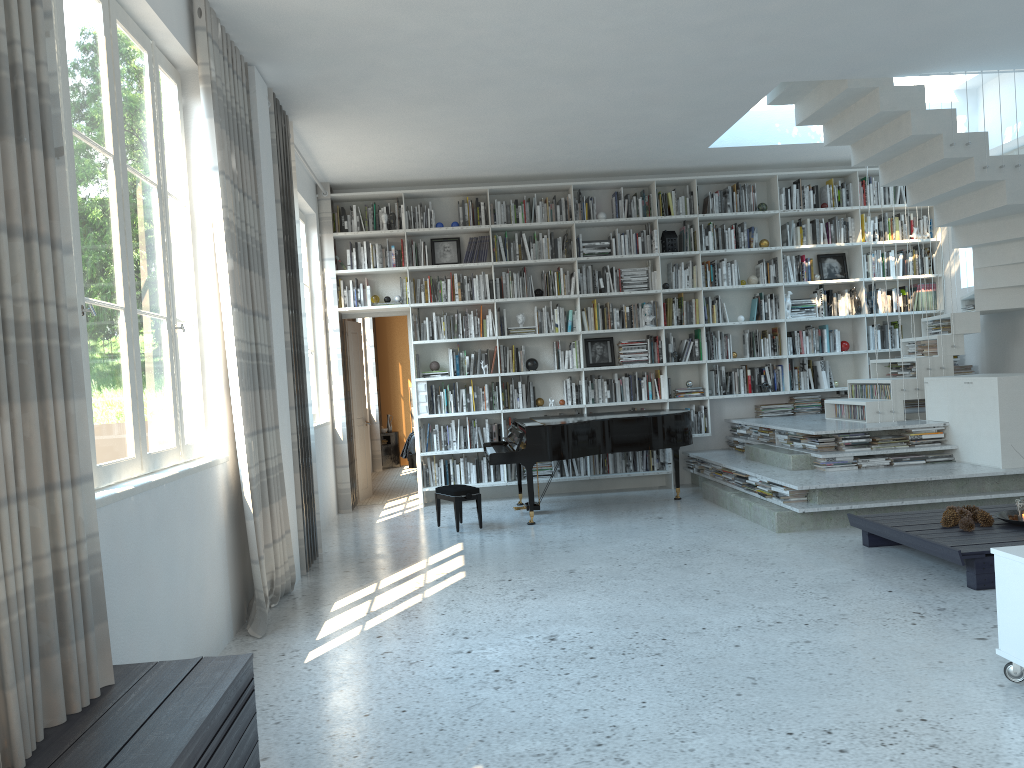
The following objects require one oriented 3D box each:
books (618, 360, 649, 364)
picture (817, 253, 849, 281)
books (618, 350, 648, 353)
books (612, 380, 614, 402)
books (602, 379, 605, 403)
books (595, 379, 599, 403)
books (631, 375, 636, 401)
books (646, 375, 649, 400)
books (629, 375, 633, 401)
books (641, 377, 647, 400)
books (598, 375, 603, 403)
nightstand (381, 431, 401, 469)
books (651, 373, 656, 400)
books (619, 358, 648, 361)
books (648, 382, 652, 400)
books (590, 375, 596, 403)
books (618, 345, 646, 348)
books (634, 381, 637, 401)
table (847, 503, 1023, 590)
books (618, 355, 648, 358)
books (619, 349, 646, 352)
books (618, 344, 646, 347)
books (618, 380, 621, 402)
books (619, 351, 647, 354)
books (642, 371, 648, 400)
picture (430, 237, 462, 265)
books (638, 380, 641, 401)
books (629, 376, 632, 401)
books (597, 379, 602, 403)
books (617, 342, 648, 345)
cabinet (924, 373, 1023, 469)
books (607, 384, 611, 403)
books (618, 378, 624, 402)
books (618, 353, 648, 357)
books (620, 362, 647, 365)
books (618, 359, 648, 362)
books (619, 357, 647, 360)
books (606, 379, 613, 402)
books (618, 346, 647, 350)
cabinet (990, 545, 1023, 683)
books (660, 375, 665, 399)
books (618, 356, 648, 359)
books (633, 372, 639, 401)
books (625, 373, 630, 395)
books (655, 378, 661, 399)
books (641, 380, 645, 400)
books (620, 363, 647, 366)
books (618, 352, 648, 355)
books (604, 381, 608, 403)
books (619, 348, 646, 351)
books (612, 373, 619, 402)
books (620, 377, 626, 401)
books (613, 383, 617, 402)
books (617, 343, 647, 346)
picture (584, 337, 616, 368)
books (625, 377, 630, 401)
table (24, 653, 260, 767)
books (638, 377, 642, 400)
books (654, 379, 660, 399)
[{"bbox_3d":[1.244,-0.225,9.102,0.285,0.012,0.159,-4,0,-9],"label":"books"},{"bbox_3d":[3.364,-1.218,9.294,0.300,0.300,0.077,-4,1,-4],"label":"picture"},{"bbox_3d":[1.238,-0.332,9.100,0.285,0.012,0.159,-4,0,1],"label":"books"},{"bbox_3d":[1.021,0.071,9.094,0.013,0.230,0.139,-4,1,-4],"label":"books"},{"bbox_3d":[0.923,0.070,9.097,0.021,0.244,0.141,-4,1,-4],"label":"books"},{"bbox_3d":[0.860,0.072,9.095,0.024,0.247,0.132,-4,1,-4],"label":"books"},{"bbox_3d":[1.231,0.041,9.099,0.028,0.264,0.161,-4,1,-4],"label":"books"},{"bbox_3d":[1.382,0.035,9.130,0.014,0.256,0.145,-4,1,-4],"label":"books"},{"bbox_3d":[1.212,0.043,9.104,0.010,0.261,0.181,-4,1,-4],"label":"books"},{"bbox_3d":[1.351,0.048,9.108,0.023,0.234,0.174,-4,1,-4],"label":"books"},{"bbox_3d":[0.906,0.052,9.077,0.013,0.282,0.166,-4,1,-4],"label":"books"},{"bbox_3d":[-1.989,0.986,13.135,0.650,0.518,0.430,-4,1,-1],"label":"nightstand"},{"bbox_3d":[1.436,0.024,9.121,0.026,0.272,0.175,-4,1,-4],"label":"books"},{"bbox_3d":[1.242,-0.249,9.102,0.285,0.012,0.159,-4,0,1],"label":"books"},{"bbox_3d":[1.404,0.070,9.107,0.023,0.183,0.169,-4,1,-4],"label":"books"},{"bbox_3d":[0.833,0.053,9.098,0.027,0.290,0.140,-4,1,-4],"label":"books"},{"bbox_3d":[1.234,-0.381,9.104,0.254,0.012,0.161,-4,0,-7],"label":"books"},{"bbox_3d":[1.256,0.070,9.116,0.021,0.203,0.128,-4,1,-4],"label":"books"},{"bbox_3d":[2.847,0.906,5.154,1.269,0.218,1.257,-4,0,-4],"label":"table"},{"bbox_3d":[1.240,-0.285,9.111,0.285,0.012,0.159,-4,0,-3],"label":"books"},{"bbox_3d":[1.237,-0.344,9.105,0.254,0.012,0.161,-4,0,-1],"label":"books"},{"bbox_3d":[1.233,-0.393,9.102,0.254,0.012,0.161,-4,0,-8],"label":"books"},{"bbox_3d":[1.089,0.072,9.109,0.025,0.220,0.140,-4,1,-4],"label":"books"},{"bbox_3d":[1.238,-0.320,9.101,0.254,0.012,0.161,-4,0,-9],"label":"books"},{"bbox_3d":[1.367,0.017,9.121,0.014,0.294,0.137,-4,1,-4],"label":"books"},{"bbox_3d":[-0.671,-1.336,9.006,0.300,0.300,0.077,-4,1,-4],"label":"picture"},{"bbox_3d":[1.291,0.066,9.105,0.024,0.207,0.183,-4,1,-4],"label":"books"},{"bbox_3d":[1.201,0.049,9.114,0.011,0.251,0.158,-4,1,-4],"label":"books"},{"bbox_3d":[0.887,0.072,9.079,0.027,0.246,0.179,-4,1,-4],"label":"books"},{"bbox_3d":[1.232,-0.417,9.098,0.285,0.012,0.159,-4,0,-9],"label":"books"},{"bbox_3d":[3.741,0.266,6.933,0.551,0.668,0.993,-4,1,-4],"label":"cabinet"},{"bbox_3d":[0.974,0.097,9.074,0.029,0.184,0.174,-4,1,-4],"label":"books"},{"bbox_3d":[1.116,0.062,9.103,0.031,0.237,0.159,-4,1,-4],"label":"books"},{"bbox_3d":[1.239,-0.297,9.108,0.285,0.012,0.159,-4,0,-2],"label":"books"},{"bbox_3d":[1.244,-0.213,9.110,0.254,0.012,0.161,-4,0,-2],"label":"books"},{"bbox_3d":[1.242,-0.237,9.112,0.285,0.012,0.159,-4,0,-5],"label":"books"},{"bbox_3d":[1.242,-0.261,9.102,0.254,0.012,0.161,-4,0,-9],"label":"books"},{"bbox_3d":[1.001,0.069,9.083,0.029,0.238,0.165,-4,1,-4],"label":"books"},{"bbox_3d":[1.235,-0.369,9.102,0.254,0.012,0.161,-4,0,-8],"label":"books"},{"bbox_3d":[1.987,0.836,3.044,0.380,0.487,0.502,-4,1,-4],"label":"cabinet"},{"bbox_3d":[1.531,0.031,9.112,0.033,0.246,0.176,-4,1,-4],"label":"books"},{"bbox_3d":[1.240,-0.273,9.113,0.285,0.012,0.159,-4,0,-4],"label":"books"},{"bbox_3d":[1.270,0.022,9.106,0.012,0.297,0.177,-4,1,-4],"label":"books"},{"bbox_3d":[1.186,0.032,9.120,0.014,0.286,0.134,-4,1,-4],"label":"books"},{"bbox_3d":[1.499,0.048,9.116,0.011,0.216,0.166,-4,1,-4],"label":"books"},{"bbox_3d":[1.329,0.065,9.107,0.023,0.204,0.167,-4,1,-4],"label":"books"},{"bbox_3d":[1.245,-0.201,9.106,0.254,0.012,0.161,-4,0,-8],"label":"books"},{"bbox_3d":[1.239,-0.308,9.101,0.285,0.012,0.159,-4,0,1],"label":"books"},{"bbox_3d":[0.947,0.082,9.076,0.023,0.217,0.174,-4,1,-4],"label":"books"},{"bbox_3d":[1.236,-0.357,9.104,0.254,0.012,0.161,-4,0,-7],"label":"books"},{"bbox_3d":[1.062,0.038,9.097,0.026,0.292,0.152,-4,1,-4],"label":"books"},{"bbox_3d":[1.142,0.051,9.120,0.025,0.254,0.136,-4,1,-4],"label":"books"},{"bbox_3d":[1.042,0.087,9.083,0.023,0.196,0.165,-4,1,-4],"label":"books"},{"bbox_3d":[1.232,-0.405,9.106,0.285,0.012,0.159,-4,0,-2],"label":"books"},{"bbox_3d":[0.905,-0.327,9.134,0.300,0.300,0.077,-4,1,-4],"label":"picture"},{"bbox_3d":[1.170,0.054,9.095,0.026,0.245,0.191,-4,1,-4],"label":"books"},{"bbox_3d":[-1.037,1.076,2.345,0.523,0.415,0.925,-4,1,-4],"label":"table"},{"bbox_3d":[1.309,0.050,9.117,0.014,0.235,0.154,-4,1,-4],"label":"books"},{"bbox_3d":[1.472,0.051,9.113,0.042,0.212,0.169,-4,1,-4],"label":"books"}]
